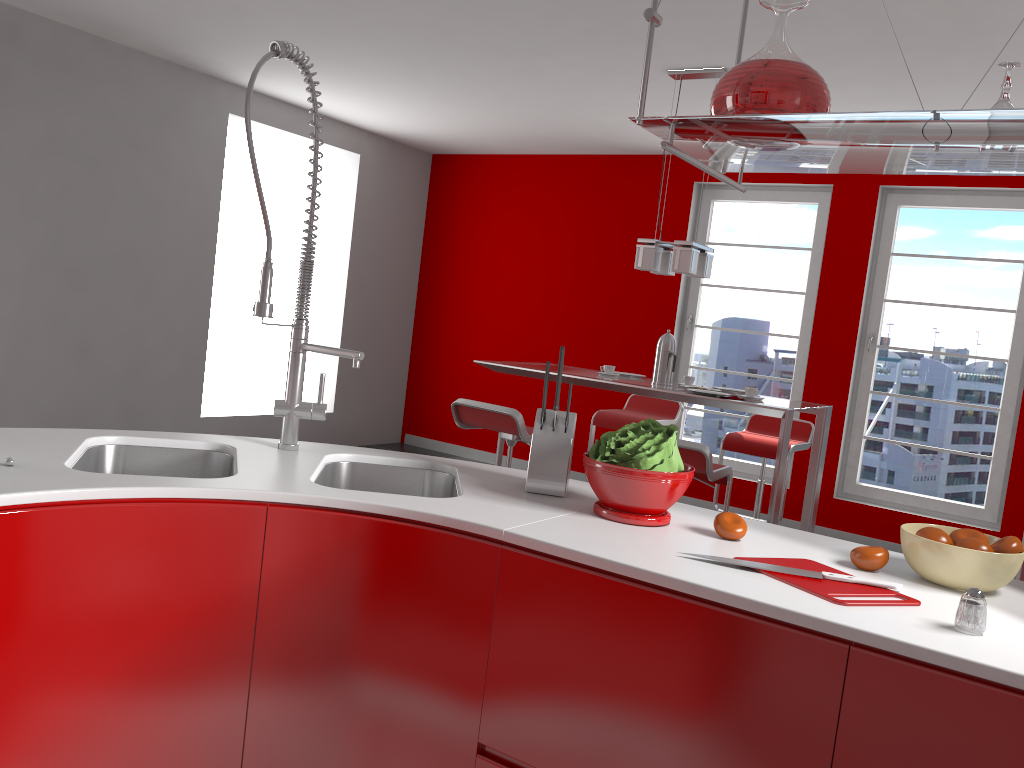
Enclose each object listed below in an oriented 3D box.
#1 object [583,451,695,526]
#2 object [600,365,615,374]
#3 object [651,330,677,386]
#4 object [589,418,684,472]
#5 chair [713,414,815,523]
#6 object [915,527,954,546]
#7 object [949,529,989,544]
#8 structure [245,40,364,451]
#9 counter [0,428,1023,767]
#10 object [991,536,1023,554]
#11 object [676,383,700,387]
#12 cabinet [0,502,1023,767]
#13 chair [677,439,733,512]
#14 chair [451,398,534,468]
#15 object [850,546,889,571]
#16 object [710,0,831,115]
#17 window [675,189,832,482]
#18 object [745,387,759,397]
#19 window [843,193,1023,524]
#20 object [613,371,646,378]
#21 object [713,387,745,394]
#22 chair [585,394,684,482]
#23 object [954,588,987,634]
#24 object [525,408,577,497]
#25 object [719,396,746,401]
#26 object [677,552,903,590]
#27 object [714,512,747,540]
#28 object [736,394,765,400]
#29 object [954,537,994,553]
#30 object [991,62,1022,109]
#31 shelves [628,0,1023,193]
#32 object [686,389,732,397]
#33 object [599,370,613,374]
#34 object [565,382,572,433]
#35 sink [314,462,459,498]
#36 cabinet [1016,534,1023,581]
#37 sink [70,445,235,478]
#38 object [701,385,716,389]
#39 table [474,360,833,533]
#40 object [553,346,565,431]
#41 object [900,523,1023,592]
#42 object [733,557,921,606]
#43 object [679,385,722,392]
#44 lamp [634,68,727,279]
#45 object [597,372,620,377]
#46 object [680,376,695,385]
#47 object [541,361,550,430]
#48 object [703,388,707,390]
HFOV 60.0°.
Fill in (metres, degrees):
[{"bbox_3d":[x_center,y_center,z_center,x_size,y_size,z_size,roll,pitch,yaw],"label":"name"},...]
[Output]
[{"bbox_3d":[0.252,0.215,1.819,0.229,0.118,0.228,7,4,4],"label":"object"},{"bbox_3d":[0.523,-0.076,4.828,0.062,0.049,0.078,4,5,-35],"label":"object"},{"bbox_3d":[0.804,-0.136,4.573,0.149,0.287,0.113,11,6,41],"label":"object"},{"bbox_3d":[0.250,0.161,1.820,0.198,0.182,0.193,10,6,38],"label":"object"},{"bbox_3d":[1.453,0.619,5.166,0.418,0.857,0.460,10,5,35],"label":"chair"},{"bbox_3d":[0.755,0.281,1.587,0.066,0.049,0.062,11,6,40],"label":"object"},{"bbox_3d":[0.820,0.288,1.594,0.065,0.052,0.062,8,5,17],"label":"object"},{"bbox_3d":[-0.476,-0.294,2.032,0.308,0.920,0.178,6,4,-14],"label":"structure"},{"bbox_3d":[-0.278,0.683,1.457,2.865,0.880,1.868,5,5,-23],"label":"counter"},{"bbox_3d":[0.859,0.292,1.547,0.055,0.058,0.066,8,5,18],"label":"object"},{"bbox_3d":[0.930,0.008,4.684,0.119,0.016,0.119,9,5,30],"label":"object"},{"bbox_3d":[-0.073,0.689,1.274,1.875,0.761,1.025,6,4,-12],"label":"cabinet"},{"bbox_3d":[0.647,0.630,3.747,0.418,0.857,0.460,9,5,28],"label":"chair"},{"bbox_3d":[-0.045,0.512,4.201,0.418,0.857,0.460,10,5,37],"label":"chair"},{"bbox_3d":[0.650,0.317,1.614,0.065,0.047,0.063,10,5,32],"label":"object"},{"bbox_3d":[0.479,-0.574,1.620,0.213,0.266,0.213,4,5,-29],"label":"object"},{"bbox_3d":[1.698,-0.382,6.451,0.938,2.038,0.117,10,5,33],"label":"window"},{"bbox_3d":[1.160,0.043,4.278,0.078,0.049,0.062,10,5,32],"label":"object"},{"bbox_3d":[2.778,-0.198,5.751,0.938,2.038,0.117,10,5,33],"label":"window"},{"bbox_3d":[0.648,-0.050,4.998,0.217,0.015,0.217,4,5,-33],"label":"object"},{"bbox_3d":[1.163,0.037,4.672,0.217,0.015,0.217,7,4,8],"label":"object"},{"bbox_3d":[0.755,0.502,5.595,0.418,0.857,0.460,11,6,40],"label":"chair"},{"bbox_3d":[0.677,0.332,1.305,0.042,0.066,0.043,3,6,-44],"label":"object"},{"bbox_3d":[0.091,0.149,2.001,0.091,0.178,0.137,7,4,6],"label":"object"},{"bbox_3d":[1.042,0.066,4.124,0.095,0.012,0.234,10,5,33],"label":"object"},{"bbox_3d":[0.467,0.315,1.503,0.375,0.008,0.041,8,4,9],"label":"object"},{"bbox_3d":[0.427,0.278,1.734,0.064,0.048,0.063,8,4,11],"label":"object"},{"bbox_3d":[1.150,0.066,4.284,0.119,0.016,0.119,4,5,-37],"label":"object"},{"bbox_3d":[0.798,0.290,1.536,0.066,0.049,0.062,9,5,29],"label":"object"},{"bbox_3d":[0.817,-0.459,1.476,0.060,0.141,0.060,10,5,33],"label":"object"},{"bbox_3d":[0.769,-0.857,1.456,0.934,1.023,0.462,10,5,33],"label":"shelves"},{"bbox_3d":[0.931,0.045,4.204,0.217,0.015,0.217,5,5,-21],"label":"object"},{"bbox_3d":[0.534,-0.068,5.075,0.095,0.012,0.234,10,5,31],"label":"object"},{"bbox_3d":[0.121,0.091,1.975,0.009,0.197,0.091,7,4,4],"label":"object"},{"bbox_3d":[-0.286,0.304,1.984,0.326,0.172,0.428,6,4,-6],"label":"sink"},{"bbox_3d":[2.324,0.845,3.424,0.610,0.880,1.802,10,5,33],"label":"cabinet"},{"bbox_3d":[-0.759,0.255,1.880,0.326,0.172,0.428,5,5,-18],"label":"sink"},{"bbox_3d":[1.050,0.019,4.749,0.095,0.012,0.234,10,5,31],"label":"object"},{"bbox_3d":[0.658,0.487,4.697,1.700,1.000,0.800,10,5,33],"label":"table"},{"bbox_3d":[0.096,0.075,1.968,0.014,0.322,0.150,7,4,4],"label":"object"},{"bbox_3d":[0.798,0.317,1.587,0.201,0.086,0.201,10,5,34],"label":"object"},{"bbox_3d":[0.521,0.330,1.489,0.168,0.006,0.266,4,5,-30],"label":"object"},{"bbox_3d":[0.947,0.027,4.465,0.217,0.015,0.217,5,5,-20],"label":"object"},{"bbox_3d":[0.891,-1.077,4.546,0.304,1.025,0.304,10,5,33],"label":"lamp"},{"bbox_3d":[0.524,-0.051,4.824,0.119,0.016,0.119,8,4,13],"label":"object"},{"bbox_3d":[0.930,-0.016,4.690,0.062,0.049,0.078,5,5,-17],"label":"object"},{"bbox_3d":[0.068,0.087,1.981,0.012,0.279,0.130,7,4,4],"label":"object"},{"bbox_3d":[0.961,0.024,4.466,0.034,0.006,0.036,5,5,-20],"label":"object"}]
